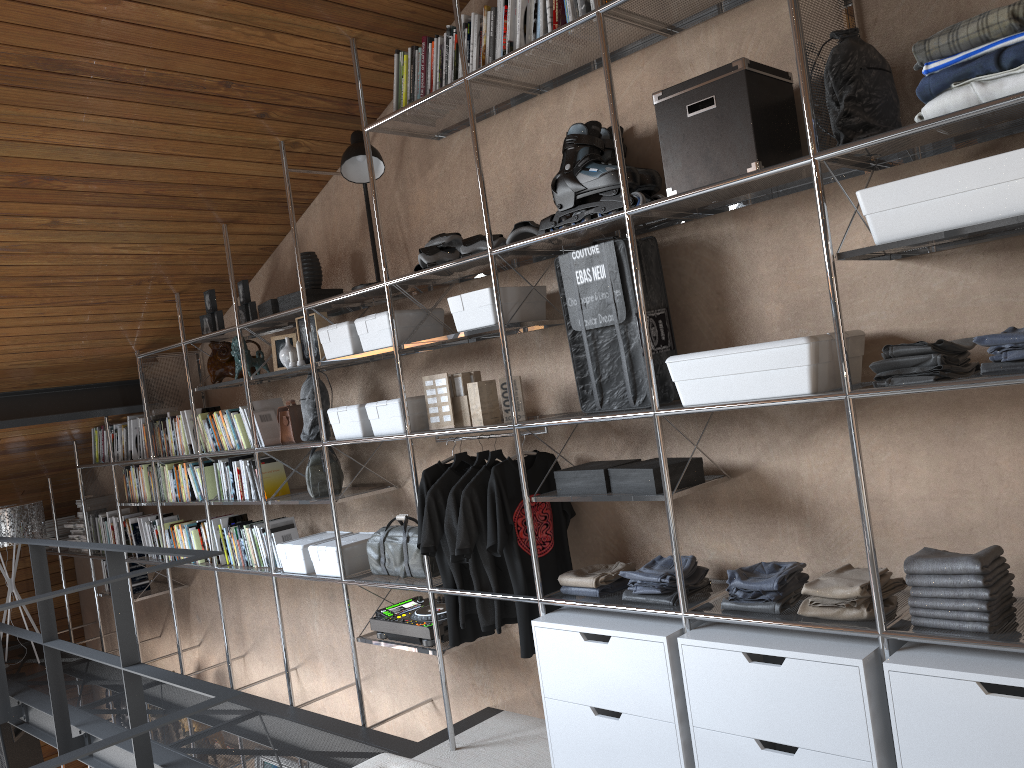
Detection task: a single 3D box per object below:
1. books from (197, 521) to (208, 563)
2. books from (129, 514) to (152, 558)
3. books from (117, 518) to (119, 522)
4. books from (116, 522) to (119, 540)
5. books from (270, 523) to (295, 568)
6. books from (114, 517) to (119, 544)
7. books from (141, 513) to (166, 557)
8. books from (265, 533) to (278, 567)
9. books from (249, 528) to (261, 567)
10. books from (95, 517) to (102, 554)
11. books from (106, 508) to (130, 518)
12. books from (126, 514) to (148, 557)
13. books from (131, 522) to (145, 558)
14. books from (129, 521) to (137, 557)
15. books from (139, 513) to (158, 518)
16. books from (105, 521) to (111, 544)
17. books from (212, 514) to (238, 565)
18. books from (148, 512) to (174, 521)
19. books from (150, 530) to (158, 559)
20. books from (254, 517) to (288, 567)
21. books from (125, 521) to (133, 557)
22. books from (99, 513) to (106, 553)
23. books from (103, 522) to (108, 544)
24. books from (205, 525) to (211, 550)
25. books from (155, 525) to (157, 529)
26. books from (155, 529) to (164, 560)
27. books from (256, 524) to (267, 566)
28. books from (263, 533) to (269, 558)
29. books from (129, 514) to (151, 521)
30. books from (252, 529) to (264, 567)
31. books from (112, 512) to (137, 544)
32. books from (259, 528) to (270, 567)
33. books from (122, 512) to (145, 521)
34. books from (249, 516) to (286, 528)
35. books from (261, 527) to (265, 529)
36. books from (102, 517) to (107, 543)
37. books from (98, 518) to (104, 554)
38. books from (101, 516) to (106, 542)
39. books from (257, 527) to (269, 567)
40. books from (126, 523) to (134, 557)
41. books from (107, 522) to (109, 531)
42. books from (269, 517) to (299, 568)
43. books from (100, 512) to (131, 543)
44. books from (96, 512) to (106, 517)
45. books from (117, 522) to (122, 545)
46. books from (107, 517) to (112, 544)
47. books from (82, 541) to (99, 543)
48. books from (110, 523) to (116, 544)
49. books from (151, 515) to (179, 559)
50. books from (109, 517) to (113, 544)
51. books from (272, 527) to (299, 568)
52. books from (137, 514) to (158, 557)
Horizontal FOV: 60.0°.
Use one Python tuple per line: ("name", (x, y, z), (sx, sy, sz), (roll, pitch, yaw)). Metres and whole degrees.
("books", (-1.593, 0.832, 4.754), (0.055, 0.215, 0.155), (-8, 0, 44))
("books", (-2.208, 0.914, 5.345), (0.053, 0.233, 0.148), (-8, 0, 44))
("books", (-2.382, 0.938, 5.539), (0.010, 0.231, 0.129), (-8, 0, 44))
("books", (-2.385, 0.951, 5.521), (0.010, 0.208, 0.130), (-8, 0, 44))
("books", (-1.082, 0.774, 4.255), (0.050, 0.186, 0.129), (-8, 0, 44))
("books", (-2.407, 0.940, 5.565), (0.013, 0.234, 0.148), (-8, 0, 44))
("books", (-2.113, 0.900, 5.282), (0.053, 0.233, 0.148), (-8, 0, 44))
("books", (-1.109, 0.787, 4.288), (0.054, 0.171, 0.146), (-8, 0, 44))
("books", (-1.209, 0.791, 4.377), (0.053, 0.189, 0.148), (-8, 0, 44))
("books", (-2.613, 0.969, 5.759), (0.013, 0.234, 0.148), (-8, 0, 44))
("books", (-2.494, 0.935, 5.654), (0.020, 0.268, 0.143), (-8, 0, 44))
("books", (-2.250, 0.919, 5.387), (0.055, 0.235, 0.143), (-8, 0, 44))
("books", (-2.195, 0.926, 5.332), (0.053, 0.206, 0.148), (-8, 0, 44))
("books", (-2.217, 0.921, 5.355), (0.055, 0.221, 0.141), (-8, 0, 44))
("books", (-2.158, 0.905, 5.350), (0.062, 0.236, 0.143), (-8, 0, 44))
("books", (-2.513, 0.967, 5.670), (0.018, 0.210, 0.146), (-8, 0, 44))
("books", (-1.461, 0.804, 4.584), (0.053, 0.233, 0.148), (-8, 0, 44))
("books", (-2.067, 0.894, 5.280), (0.053, 0.233, 0.148), (-8, 0, 44))
("books", (-2.028, 0.919, 5.159), (0.044, 0.171, 0.119), (-8, 0, 44))
("books", (-1.160, 0.776, 4.369), (0.055, 0.205, 0.191), (-8, 0, 44))
("books", (-2.270, 0.930, 5.410), (0.058, 0.219, 0.133), (-8, 0, 44))
("books", (-2.564, 0.951, 5.752), (0.012, 0.255, 0.191), (-8, 0, 44))
("books", (-2.531, 0.972, 5.671), (0.010, 0.208, 0.130), (-8, 0, 44))
("books", (-1.534, 0.830, 4.684), (0.051, 0.205, 0.131), (-8, 0, 44))
("books", (-1.984, 0.899, 5.112), (0.043, 0.197, 0.111), (-8, 0, 44))
("books", (-1.973, 0.910, 5.091), (0.041, 0.174, 0.111), (-8, 0, 44))
("books", (-1.148, 0.776, 4.365), (0.055, 0.202, 0.192), (-8, 0, 44))
("books", (-1.127, 0.791, 4.289), (0.046, 0.167, 0.130), (-8, 0, 44))
("books", (-2.231, 0.917, 5.387), (0.053, 0.233, 0.148), (-8, 0, 44))
("books", (-1.178, 0.787, 4.370), (0.058, 0.188, 0.169), (-8, 0, 44))
("books", (-2.427, 0.939, 5.590), (0.023, 0.240, 0.146), (-8, 0, 44))
("books", (-1.134, 0.782, 4.319), (0.060, 0.187, 0.161), (-8, 0, 44))
("books", (-2.310, 0.920, 5.447), (0.018, 0.247, 0.131), (-8, 0, 44))
("books", (-1.192, 0.780, 4.412), (0.053, 0.206, 0.207), (-8, 0, 44))
("books", (-1.138, 0.781, 4.339), (0.053, 0.189, 0.148), (-8, 0, 44))
("books", (-2.538, 0.960, 5.701), (0.021, 0.231, 0.161), (-8, 0, 44))
("books", (-2.582, 0.965, 5.752), (0.018, 0.232, 0.169), (-8, 0, 44))
("books", (-2.559, 0.961, 5.722), (0.013, 0.234, 0.148), (-8, 0, 44))
("books", (-1.155, 0.783, 4.340), (0.053, 0.189, 0.148), (-8, 0, 44))
("books", (-2.256, 0.931, 5.398), (0.051, 0.212, 0.136), (-8, 0, 44))
("books", (-2.501, 0.962, 5.664), (0.010, 0.217, 0.148), (-8, 0, 44))
("books", (-1.090, 0.760, 4.272), (0.066, 0.217, 0.143), (-8, 0, 44))
("books", (-2.553, 0.952, 5.747), (0.012, 0.251, 0.192), (-8, 0, 44))
("books", (-2.597, 0.956, 5.794), (0.010, 0.255, 0.207), (-8, 0, 44))
("books", (-2.370, 0.949, 5.517), (0.018, 0.206, 0.148), (-8, 0, 44))
("books", (-2.471, 0.949, 5.613), (0.013, 0.234, 0.148), (-8, 0, 44))
("books", (-2.689, 1.023, 5.865), (0.252, 0.016, 0.182), (-8, 0, -42))
("books", (-2.446, 0.963, 5.596), (0.019, 0.199, 0.143), (-8, 0, 44))
("books", (-1.996, 0.889, 5.152), (0.055, 0.222, 0.161), (-8, 0, 44))
("books", (-2.458, 0.947, 5.608), (0.013, 0.234, 0.148), (-8, 0, 44))
("books", (-1.070, 0.783, 4.249), (0.046, 0.166, 0.130), (-8, 0, 44))
("books", (-2.148, 0.905, 5.316), (0.053, 0.233, 0.148), (-8, 0, 44))
